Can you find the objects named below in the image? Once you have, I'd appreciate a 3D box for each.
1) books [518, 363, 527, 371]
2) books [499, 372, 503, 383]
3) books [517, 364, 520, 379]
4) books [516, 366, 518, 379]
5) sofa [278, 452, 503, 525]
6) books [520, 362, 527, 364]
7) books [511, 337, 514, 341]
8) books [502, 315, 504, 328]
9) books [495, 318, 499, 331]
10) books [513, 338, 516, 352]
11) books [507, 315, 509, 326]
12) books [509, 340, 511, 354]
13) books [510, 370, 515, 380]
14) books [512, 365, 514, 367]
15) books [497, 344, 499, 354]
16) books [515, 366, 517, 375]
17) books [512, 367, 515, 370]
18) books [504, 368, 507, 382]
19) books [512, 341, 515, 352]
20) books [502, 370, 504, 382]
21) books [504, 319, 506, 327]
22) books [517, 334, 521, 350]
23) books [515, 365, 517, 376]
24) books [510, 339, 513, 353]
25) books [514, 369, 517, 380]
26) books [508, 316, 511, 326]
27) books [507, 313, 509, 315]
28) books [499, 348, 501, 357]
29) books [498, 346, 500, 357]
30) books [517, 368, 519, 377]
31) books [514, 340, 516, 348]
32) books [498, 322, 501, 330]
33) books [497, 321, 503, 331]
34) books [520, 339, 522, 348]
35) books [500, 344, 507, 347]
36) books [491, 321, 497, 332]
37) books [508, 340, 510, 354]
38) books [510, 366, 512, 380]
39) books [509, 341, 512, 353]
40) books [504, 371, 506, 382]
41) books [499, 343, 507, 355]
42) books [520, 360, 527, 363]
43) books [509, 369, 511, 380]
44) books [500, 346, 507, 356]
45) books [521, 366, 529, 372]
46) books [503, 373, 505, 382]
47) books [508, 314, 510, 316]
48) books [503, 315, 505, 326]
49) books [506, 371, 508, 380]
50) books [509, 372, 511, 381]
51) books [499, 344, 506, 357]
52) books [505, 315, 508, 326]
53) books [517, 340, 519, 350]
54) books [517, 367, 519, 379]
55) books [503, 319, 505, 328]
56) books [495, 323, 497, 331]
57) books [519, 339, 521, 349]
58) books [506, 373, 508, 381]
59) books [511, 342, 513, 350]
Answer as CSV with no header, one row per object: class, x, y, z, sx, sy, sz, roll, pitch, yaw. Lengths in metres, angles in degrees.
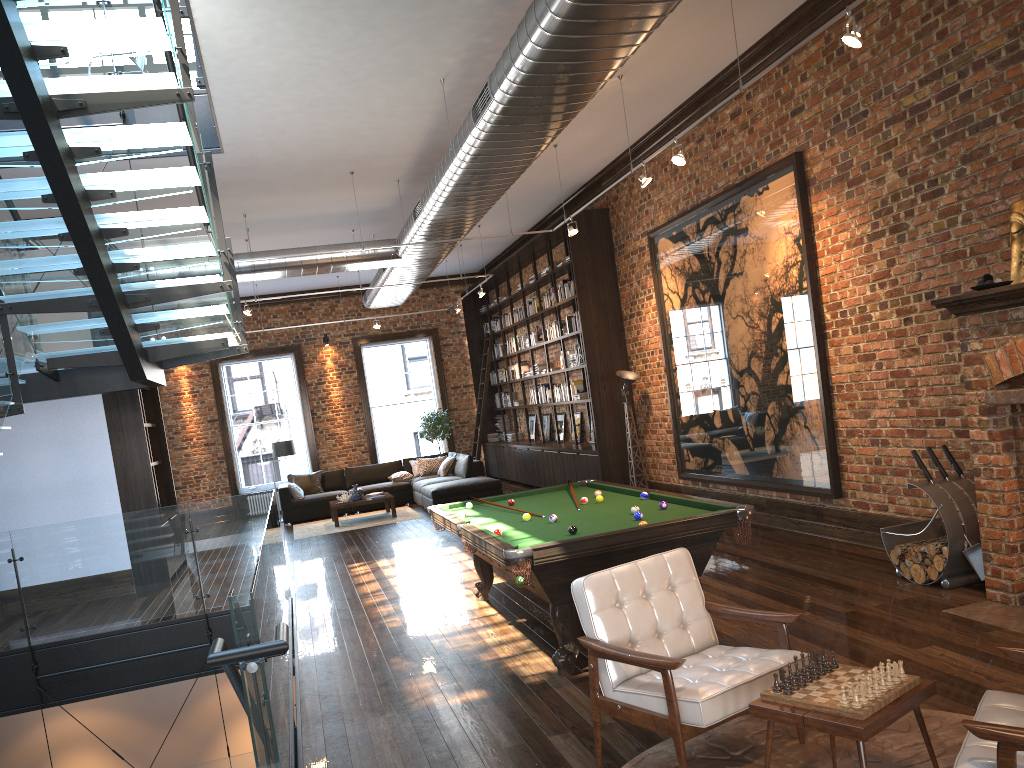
books,0.217,-0.249,16.801,0.188,0.288,0.013,-9,4,-14
books,-0.144,-0.145,18.175,0.231,0.226,0.024,-8,4,-14
books,0.206,-0.249,16.866,0.176,0.293,0.013,-9,4,-14
books,0.177,-0.223,16.949,0.183,0.253,0.014,-9,4,-14
sofa,-2.256,1.838,15.447,3.489,0.807,3.450,-8,-1,-14
books,0.232,-0.260,16.819,0.162,0.307,0.006,-9,4,-14
books,0.086,-0.751,16.999,0.171,0.317,0.013,-9,4,-14
books,-0.089,-1.215,17.405,0.187,0.281,0.028,-9,4,-14
books,-0.233,-1.186,17.917,0.190,0.281,0.017,-9,4,-14
books,0.124,-0.747,16.888,0.155,0.295,0.026,-9,4,-14
books,-0.008,-1.209,17.092,0.155,0.239,0.033,-9,4,-14
books,0.040,-0.726,17.233,0.173,0.287,0.091,-9,4,-14
books,0.097,-0.183,17.227,0.235,0.203,0.046,-8,4,-14
books,0.099,-0.226,17.305,0.169,0.291,0.026,-9,4,-14
books,-0.195,-0.683,18.115,0.183,0.294,0.006,-9,4,-14
books,0.171,-0.228,16.960,0.189,0.265,0.010,-9,4,-14
books,0.106,-0.214,17.273,0.177,0.265,0.041,-9,4,-14
books,-0.061,-0.188,17.912,0.163,0.279,0.013,-9,4,-14
books,0.098,-0.716,16.978,0.181,0.243,0.035,-9,4,-14
books,-0.106,-0.171,18.112,0.179,0.265,0.015,-9,4,-14
books,-0.047,-1.177,17.282,0.177,0.191,0.030,-8,4,-14
books,0.210,-0.775,16.517,0.183,0.315,0.013,-9,4,-14
books,0.166,-0.237,17.004,0.183,0.285,0.011,-9,4,-14
books,0.067,-0.730,17.130,0.158,0.285,0.015,-9,4,-14
books,0.136,-0.192,17.178,0.185,0.209,0.017,-8,4,-14
books,0.029,-1.202,16.907,0.178,0.209,0.033,-8,4,-14
books,-0.002,-1.234,17.117,0.159,0.286,0.014,-9,4,-14
books,-0.163,-0.652,17.999,0.186,0.220,0.021,-8,4,-14
books,-0.177,-0.663,18.022,0.188,0.247,0.005,-9,4,-14
books,0.201,-0.206,16.893,0.180,0.210,0.013,-8,4,-14
books,0.144,-0.748,16.779,0.178,0.287,0.087,-9,4,-14
books,-0.173,-1.152,17.798,0.170,0.196,0.083,-8,3,-14
books,-0.201,-1.159,17.844,0.173,0.215,0.024,-9,4,-14
books,0.249,-0.736,16.419,0.160,0.224,0.025,-9,4,-14
books,-0.134,-0.671,17.903,0.166,0.251,0.079,-9,4,-14
books,-0.299,-1.160,18.120,0.234,0.253,0.028,-8,4,-14
books,0.006,-0.717,17.346,0.173,0.284,0.113,-9,3,-14
books,0.065,-0.214,17.442,0.187,0.282,0.014,-9,4,-14
books,0.050,-0.714,17.148,0.174,0.257,0.027,-9,4,-14
books,-0.061,-0.175,17.950,0.186,0.254,0.017,-9,4,-14
books,-0.152,-0.685,17.972,0.190,0.282,0.006,-9,4,-14
books,0.230,-0.273,16.824,0.161,0.333,0.006,-9,4,-14
books,0.042,-0.185,17.547,0.171,0.233,0.015,-9,4,-14
books,-0.134,-0.652,17.883,0.185,0.211,0.069,-8,3,-14
books,0.251,-0.226,16.756,0.147,0.233,0.036,-9,4,-14
books,-0.085,-0.141,18.020,0.175,0.196,0.031,-8,4,-14
books,0.032,-1.224,16.931,0.173,0.251,0.014,-9,4,-14
books,-0.066,-1.216,17.313,0.183,0.276,0.013,-9,4,-14
books,-0.017,-0.166,17.780,0.172,0.218,0.036,-9,4,-14
books,0.016,-0.162,17.597,0.191,0.196,0.034,-8,4,-14
books,-0.153,-0.672,17.945,0.182,0.255,0.046,-9,4,-14
books,-0.031,-1.213,17.196,0.177,0.256,0.036,-9,4,-14
books,0.195,-0.728,16.583,0.191,0.227,0.025,-8,4,-14
books,0.192,-0.230,16.915,0.179,0.262,0.010,-9,4,-14
books,-0.081,-1.201,17.377,0.155,0.250,0.032,-9,4,-14
books,-0.241,-1.168,18.029,0.179,0.250,0.014,-9,4,-14
books,0.238,-0.732,16.447,0.182,0.219,0.034,-9,4,-14
books,-0.027,-0.164,17.819,0.163,0.219,0.017,-9,4,-14
books,0.072,-0.733,17.102,0.148,0.289,0.012,-9,4,-14
